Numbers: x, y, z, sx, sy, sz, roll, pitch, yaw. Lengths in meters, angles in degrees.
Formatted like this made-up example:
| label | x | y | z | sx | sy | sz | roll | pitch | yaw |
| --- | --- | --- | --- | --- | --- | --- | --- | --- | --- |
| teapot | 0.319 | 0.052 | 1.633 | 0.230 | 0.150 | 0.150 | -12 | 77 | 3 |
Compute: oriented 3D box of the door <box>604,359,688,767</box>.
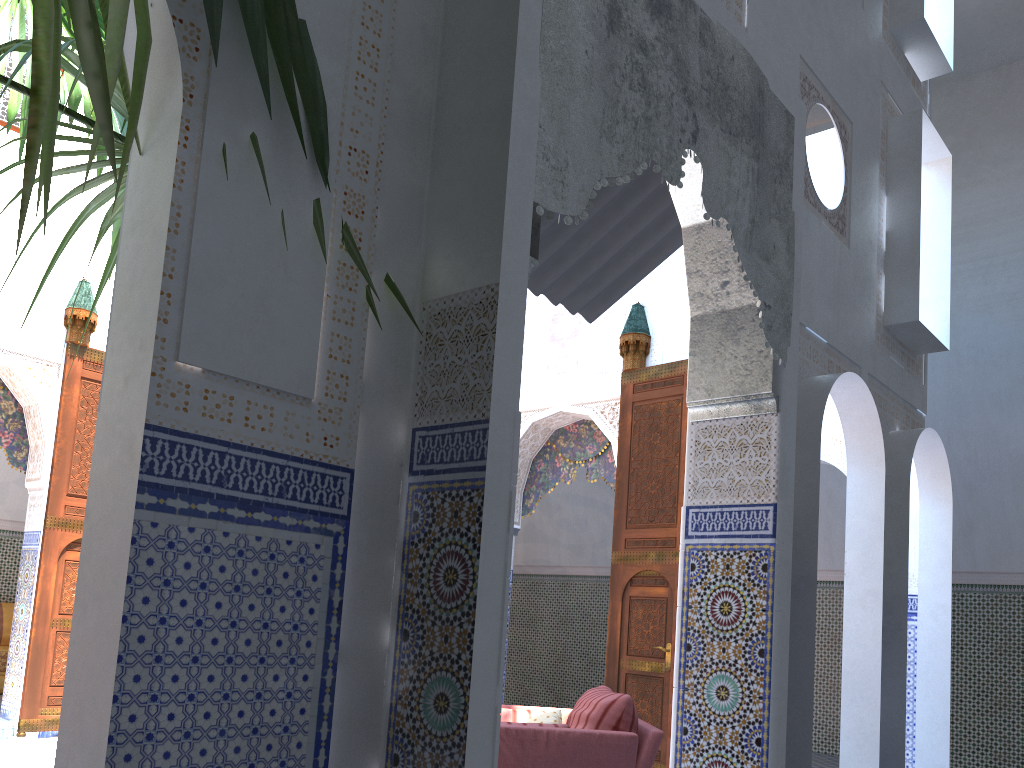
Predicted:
| label | x | y | z | sx | sy | sz | roll | pitch | yaw |
| --- | --- | --- | --- | --- | --- | --- | --- | --- | --- |
| door | 0.814 | 1.112 | 5.166 | 0.125 | 2.469 | 0.586 | 10 | -9 | -43 |

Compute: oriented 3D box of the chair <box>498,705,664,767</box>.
| label | x | y | z | sx | sy | sz | roll | pitch | yaw |
| --- | --- | --- | --- | --- | --- | --- | --- | --- | --- |
| chair | 0.202 | 1.675 | 3.686 | 0.726 | 0.530 | 0.834 | 5 | -13 | -3 |

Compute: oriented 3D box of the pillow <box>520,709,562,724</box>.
| label | x | y | z | sx | sy | sz | roll | pitch | yaw |
| --- | --- | --- | --- | --- | --- | --- | --- | --- | --- |
| pillow | 0.115 | 1.507 | 3.744 | 0.261 | 0.229 | 0.170 | 0 | -10 | 18 |

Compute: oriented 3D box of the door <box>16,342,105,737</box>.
| label | x | y | z | sx | sy | sz | roll | pitch | yaw |
| --- | --- | --- | --- | --- | --- | --- | --- | --- | --- |
| door | -2.775 | 1.021 | 5.741 | 0.124 | 2.469 | 0.592 | -2 | -9 | 41 |

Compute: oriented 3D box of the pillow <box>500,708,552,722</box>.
| label | x | y | z | sx | sy | sz | roll | pitch | yaw |
| --- | --- | --- | --- | --- | --- | --- | --- | --- | --- |
| pillow | 0.002 | 1.576 | 3.911 | 0.379 | 0.248 | 0.192 | 4 | -10 | -2 |

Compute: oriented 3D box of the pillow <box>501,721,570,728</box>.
| label | x | y | z | sx | sy | sz | roll | pitch | yaw |
| --- | --- | --- | --- | --- | --- | --- | --- | --- | --- |
| pillow | 0.042 | 1.455 | 3.464 | 0.396 | 0.238 | 0.192 | 5 | -10 | -3 |

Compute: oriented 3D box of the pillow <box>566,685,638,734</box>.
| label | x | y | z | sx | sy | sz | roll | pitch | yaw |
| --- | --- | --- | --- | --- | --- | --- | --- | --- | --- |
| pillow | 0.363 | 1.482 | 3.715 | 0.301 | 0.371 | 0.597 | 5 | -13 | -3 |
